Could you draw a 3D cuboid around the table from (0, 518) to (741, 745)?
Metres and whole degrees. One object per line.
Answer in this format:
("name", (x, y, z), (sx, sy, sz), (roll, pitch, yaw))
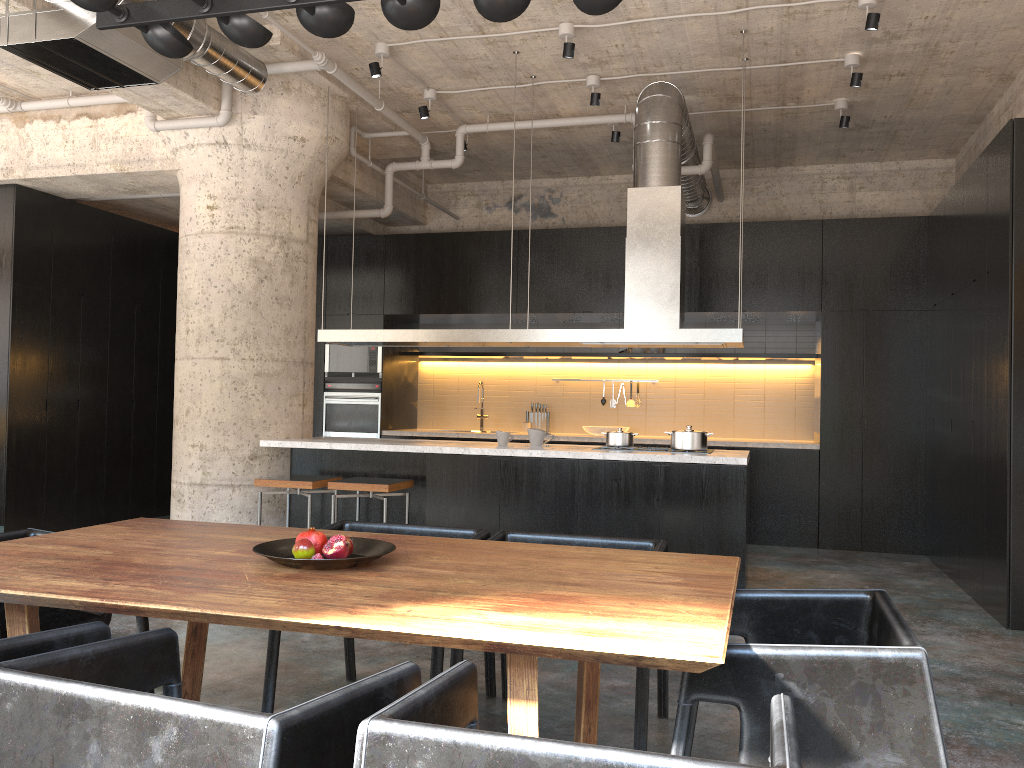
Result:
("table", (-0.565, 0.930, 2.714), (2.410, 0.756, 1.299), (1, -1, 16))

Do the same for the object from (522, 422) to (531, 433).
("object", (0.158, 0.473, 9.686), (0.092, 0.117, 0.092), (2, -2, -35))

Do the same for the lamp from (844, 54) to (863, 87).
("lamp", (2.424, -2.216, 6.302), (0.107, 0.236, 0.145), (1, -1, -1))

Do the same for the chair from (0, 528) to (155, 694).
("chair", (-1.753, 0.922, 3.057), (0.754, 0.738, 0.707), (1, -1, 16))

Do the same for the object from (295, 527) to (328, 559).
("object", (-0.603, 0.498, 2.749), (0.100, 0.097, 0.219), (2, -2, -30))

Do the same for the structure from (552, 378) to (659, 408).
("structure", (1.003, 0.104, 9.656), (1.171, 0.315, 0.074), (1, -1, 16))

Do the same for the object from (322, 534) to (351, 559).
("object", (-0.541, 0.504, 2.711), (0.088, 0.082, 0.110), (2, -2, -34))

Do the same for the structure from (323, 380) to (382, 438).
("structure", (-1.628, 0.299, 9.654), (0.664, 0.651, 0.649), (1, -1, 16))

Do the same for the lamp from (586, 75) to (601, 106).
("lamp", (0.624, -2.240, 6.804), (0.107, 0.236, 0.145), (1, -1, -1))

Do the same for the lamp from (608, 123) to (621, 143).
("lamp", (0.889, -2.213, 7.733), (0.107, 0.236, 0.145), (1, -1, -1))

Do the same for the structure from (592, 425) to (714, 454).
("structure", (1.030, 0.382, 6.372), (0.833, 0.187, 0.506), (1, -1, 16))

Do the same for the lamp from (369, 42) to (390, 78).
("lamp", (-0.940, -2.284, 6.286), (0.145, 0.236, 0.107), (1, -1, -1))

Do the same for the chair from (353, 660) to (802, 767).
("chair", (0.138, 0.929, 1.579), (0.707, 0.738, 0.754), (1, -1, 16))

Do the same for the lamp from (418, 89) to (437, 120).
("lamp", (-0.684, -2.258, 7.184), (0.145, 0.236, 0.107), (1, -1, -1))

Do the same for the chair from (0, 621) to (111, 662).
("chair", (-1.429, 0.906, 2.057), (0.707, 0.738, 0.754), (1, -1, 21))

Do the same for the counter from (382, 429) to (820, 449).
("counter", (0.862, 0.607, 9.214), (4.360, 0.142, 1.000), (1, -1, 16))

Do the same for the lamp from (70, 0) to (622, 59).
("lamp", (-0.516, -1.820, 2.767), (1.813, 1.327, 0.583), (1, -1, 16))

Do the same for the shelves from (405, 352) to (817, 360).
("shelves", (0.960, -0.301, 9.510), (4.362, 0.043, 0.403), (1, -1, 16))

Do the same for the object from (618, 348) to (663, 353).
("object", (1.356, -0.438, 9.382), (0.462, 0.240, 0.334), (1, -1, 13))

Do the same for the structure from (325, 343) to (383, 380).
("structure", (-1.604, -0.265, 9.712), (0.659, 0.450, 0.612), (1, -1, 16))

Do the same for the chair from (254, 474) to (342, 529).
("chair", (-1.529, 1.020, 6.339), (0.450, 0.698, 0.450), (1, -1, 16))

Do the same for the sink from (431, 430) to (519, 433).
("sink", (-0.407, 0.581, 9.629), (0.890, 0.134, 0.458), (1, -1, 16))

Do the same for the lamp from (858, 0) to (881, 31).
("lamp", (2.157, -2.243, 5.361), (0.107, 0.236, 0.145), (1, -1, -1))

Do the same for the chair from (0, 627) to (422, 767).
("chair", (-0.629, 0.917, 1.777), (0.707, 0.738, 0.754), (1, -1, 21))

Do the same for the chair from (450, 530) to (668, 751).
("chair", (0.207, 0.971, 3.355), (0.707, 0.738, 0.754), (1, -1, 16))

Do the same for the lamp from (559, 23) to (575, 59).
("lamp", (0.362, -2.266, 5.883), (0.107, 0.236, 0.145), (1, -1, -1))

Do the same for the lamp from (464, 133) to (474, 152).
("lamp", (-0.425, -2.231, 8.096), (0.145, 0.236, 0.107), (1, -1, -1))

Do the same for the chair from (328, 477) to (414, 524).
("chair", (-0.994, 1.029, 6.237), (0.450, 0.698, 0.450), (1, -1, 16))

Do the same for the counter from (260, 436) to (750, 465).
("counter", (-0.054, 0.480, 6.588), (3.500, 0.046, 1.000), (1, -1, 16))

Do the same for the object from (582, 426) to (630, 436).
("object", (0.979, 0.494, 9.255), (0.490, 0.093, 0.490), (1, -1, 13))

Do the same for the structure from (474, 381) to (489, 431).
("structure", (-0.351, 0.243, 9.782), (0.125, 0.559, 0.269), (1, -1, 16))

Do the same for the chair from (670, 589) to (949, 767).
("chair", (0.773, 0.960, 2.345), (0.754, 0.738, 0.707), (1, -1, 16))

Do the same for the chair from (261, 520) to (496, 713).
("chair", (-0.496, 0.961, 3.564), (0.707, 0.738, 0.754), (1, -1, 16))

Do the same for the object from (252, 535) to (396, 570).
("object", (-0.579, 0.513, 2.751), (0.435, 0.079, 0.435), (2, -2, -38))

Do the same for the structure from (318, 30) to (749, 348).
("structure", (0.121, -1.332, 6.577), (3.117, 2.100, 0.538), (1, -1, 16))

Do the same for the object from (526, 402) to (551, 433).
("object", (0.284, 0.368, 9.759), (0.291, 0.336, 0.060), (1, -1, 10))

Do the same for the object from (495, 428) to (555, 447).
("object", (0.094, 0.394, 6.602), (0.437, 0.133, 0.188), (1, -1, 17))

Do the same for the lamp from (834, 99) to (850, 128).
("lamp", (2.686, -2.190, 7.221), (0.107, 0.236, 0.145), (1, -1, -1))
